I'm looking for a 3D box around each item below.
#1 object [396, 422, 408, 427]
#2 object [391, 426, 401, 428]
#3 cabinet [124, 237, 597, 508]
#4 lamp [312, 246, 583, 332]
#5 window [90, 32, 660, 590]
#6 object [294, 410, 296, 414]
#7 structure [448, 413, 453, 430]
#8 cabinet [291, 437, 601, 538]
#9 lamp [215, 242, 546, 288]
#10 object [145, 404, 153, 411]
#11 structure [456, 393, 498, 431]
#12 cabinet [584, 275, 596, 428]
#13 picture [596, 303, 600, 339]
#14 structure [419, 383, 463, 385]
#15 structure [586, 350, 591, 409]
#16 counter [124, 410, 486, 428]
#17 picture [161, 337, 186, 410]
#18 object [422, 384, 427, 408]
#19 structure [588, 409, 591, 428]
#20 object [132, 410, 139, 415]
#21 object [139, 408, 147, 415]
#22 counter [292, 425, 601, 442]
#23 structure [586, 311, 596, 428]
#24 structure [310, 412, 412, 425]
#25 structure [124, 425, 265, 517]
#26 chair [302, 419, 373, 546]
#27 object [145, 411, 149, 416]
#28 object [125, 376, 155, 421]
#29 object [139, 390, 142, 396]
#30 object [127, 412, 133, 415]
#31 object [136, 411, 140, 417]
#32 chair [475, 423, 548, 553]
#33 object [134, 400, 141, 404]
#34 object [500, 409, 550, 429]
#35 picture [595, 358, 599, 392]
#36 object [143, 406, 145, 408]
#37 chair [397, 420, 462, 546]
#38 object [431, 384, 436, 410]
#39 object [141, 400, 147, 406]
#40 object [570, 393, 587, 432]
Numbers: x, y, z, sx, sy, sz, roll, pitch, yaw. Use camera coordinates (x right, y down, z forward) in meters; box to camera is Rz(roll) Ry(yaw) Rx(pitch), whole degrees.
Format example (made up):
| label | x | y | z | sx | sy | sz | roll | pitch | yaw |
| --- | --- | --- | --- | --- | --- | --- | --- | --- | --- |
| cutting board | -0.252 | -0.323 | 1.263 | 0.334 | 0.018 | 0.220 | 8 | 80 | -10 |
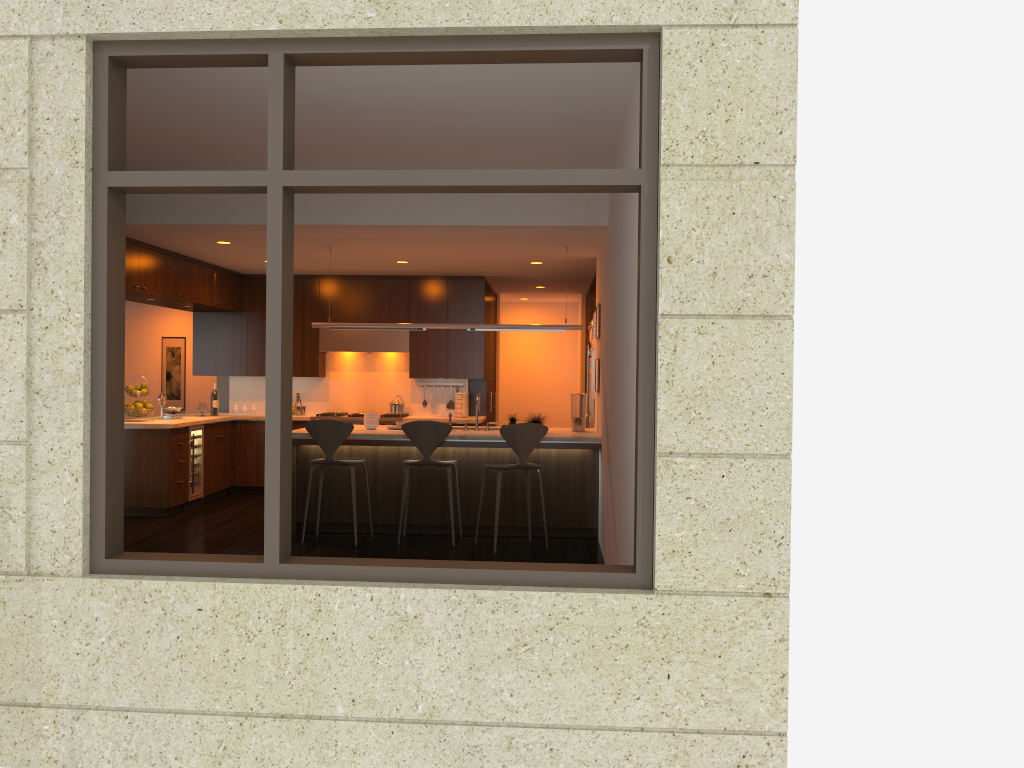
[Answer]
| label | x | y | z | sx | sy | sz | roll | pitch | yaw |
| --- | --- | --- | --- | --- | --- | --- | --- | --- | --- |
| object | -1.012 | 0.382 | 8.228 | 0.139 | 0.059 | 0.138 | 1 | 1 | 28 |
| object | -1.012 | 0.403 | 8.229 | 0.217 | 0.025 | 0.216 | 1 | 1 | 20 |
| cabinet | -1.248 | -0.177 | 8.858 | 5.521 | 2.997 | 7.728 | 1 | 1 | 3 |
| lamp | -0.587 | -0.870 | 8.070 | 2.465 | 0.765 | 0.120 | 1 | 1 | 3 |
| window | -0.579 | -0.300 | 3.659 | 2.310 | 2.201 | 0.152 | 1 | 1 | 4 |
| object | -2.650 | 0.341 | 10.794 | 0.053 | 0.052 | 0.062 | 1 | 1 | -15 |
| structure | -0.567 | 0.343 | 8.122 | 0.050 | 0.161 | 0.067 | 1 | 1 | 3 |
| cabinet | -0.581 | 0.900 | 8.122 | 2.713 | 0.876 | 1.281 | 1 | 1 | 3 |
| lamp | -7.802 | -1.456 | 11.100 | 16.431 | 0.171 | 5.868 | 1 | 1 | 3 |
| object | -3.664 | 0.236 | 8.957 | 0.078 | 0.074 | 0.077 | 1 | 1 | 18 |
| structure | -0.296 | 0.257 | 8.142 | 0.310 | 0.341 | 0.321 | 1 | 1 | 40 |
| cabinet | 1.251 | 0.062 | 10.647 | 0.690 | 2.540 | 3.924 | 1 | 1 | 3 |
| picture | 0.777 | -0.564 | 8.046 | 0.012 | 0.298 | 0.493 | 1 | 1 | 3 |
| structure | -0.861 | 0.001 | 10.741 | 0.541 | 0.031 | 0.048 | 1 | 1 | 6 |
| structure | 1.225 | 0.231 | 10.415 | 0.687 | 1.294 | 0.743 | 1 | 1 | 3 |
| counter | -2.164 | 0.403 | 10.086 | 3.616 | 0.038 | 3.187 | 1 | 1 | 3 |
| picture | -5.543 | -0.171 | 14.517 | 0.398 | 1.200 | 0.012 | 1 | 1 | 3 |
| object | -1.054 | 0.144 | 10.742 | 0.061 | 0.296 | 0.020 | 1 | 1 | 1 |
| structure | 0.910 | 0.582 | 10.434 | 0.064 | 0.544 | 0.710 | 1 | 1 | 3 |
| object | -3.782 | 0.292 | 8.911 | 0.063 | 0.069 | 0.070 | 0 | 1 | -35 |
| object | -3.709 | 0.276 | 8.908 | 0.078 | 0.076 | 0.078 | 1 | 1 | -10 |
| counter | -0.576 | 0.443 | 8.118 | 2.711 | 0.038 | 1.280 | 1 | 1 | 3 |
| structure | 1.159 | 0.279 | 9.557 | 0.687 | 2.129 | 0.915 | 1 | 1 | 3 |
| structure | -1.762 | 0.370 | 10.534 | 1.067 | 0.422 | 0.824 | 1 | 1 | 3 |
| structure | -2.160 | 0.866 | 10.155 | 3.400 | 0.862 | 3.060 | 1 | 1 | 3 |
| chair | -1.495 | 0.811 | 7.533 | 0.520 | 1.047 | 0.506 | 1 | 1 | 8 |
| object | -3.719 | 0.287 | 8.989 | 0.078 | 0.075 | 0.078 | 0 | 1 | -19 |
| object | -3.785 | 0.146 | 8.969 | 0.324 | 0.461 | 0.324 | 0 | 1 | -38 |
| object | -3.780 | 0.089 | 9.019 | 0.071 | 0.072 | 0.071 | 1 | 1 | 34 |
| object | -3.843 | 0.296 | 8.932 | 0.056 | 0.053 | 0.057 | 0 | 1 | -37 |
| object | -3.790 | 0.302 | 8.981 | 0.062 | 0.062 | 0.062 | 0 | 1 | -43 |
| chair | 0.023 | 0.831 | 7.348 | 0.520 | 1.047 | 0.506 | 0 | 1 | -22 |
| object | -3.786 | 0.194 | 8.971 | 0.061 | 0.059 | 0.063 | 1 | 1 | 36 |
| object | 0.162 | 0.320 | 7.864 | 0.497 | 0.231 | 0.503 | 1 | 1 | 3 |
| picture | 0.771 | -0.079 | 8.049 | 0.012 | 0.300 | 0.496 | 1 | 1 | 3 |
| object | -3.751 | 0.230 | 9.014 | 0.070 | 0.072 | 0.071 | 0 | 1 | -34 |
| chair | -0.702 | 0.820 | 7.537 | 0.520 | 1.047 | 0.506 | 1 | 1 | 3 |
| object | -0.947 | 0.161 | 10.741 | 0.066 | 0.314 | 0.004 | 1 | 1 | 3 |
| object | -3.711 | 0.194 | 8.946 | 0.062 | 0.063 | 0.060 | 1 | 1 | 10 |
| object | 0.613 | 0.263 | 8.157 | 0.159 | 0.349 | 0.159 | 0 | 1 | -24 |
